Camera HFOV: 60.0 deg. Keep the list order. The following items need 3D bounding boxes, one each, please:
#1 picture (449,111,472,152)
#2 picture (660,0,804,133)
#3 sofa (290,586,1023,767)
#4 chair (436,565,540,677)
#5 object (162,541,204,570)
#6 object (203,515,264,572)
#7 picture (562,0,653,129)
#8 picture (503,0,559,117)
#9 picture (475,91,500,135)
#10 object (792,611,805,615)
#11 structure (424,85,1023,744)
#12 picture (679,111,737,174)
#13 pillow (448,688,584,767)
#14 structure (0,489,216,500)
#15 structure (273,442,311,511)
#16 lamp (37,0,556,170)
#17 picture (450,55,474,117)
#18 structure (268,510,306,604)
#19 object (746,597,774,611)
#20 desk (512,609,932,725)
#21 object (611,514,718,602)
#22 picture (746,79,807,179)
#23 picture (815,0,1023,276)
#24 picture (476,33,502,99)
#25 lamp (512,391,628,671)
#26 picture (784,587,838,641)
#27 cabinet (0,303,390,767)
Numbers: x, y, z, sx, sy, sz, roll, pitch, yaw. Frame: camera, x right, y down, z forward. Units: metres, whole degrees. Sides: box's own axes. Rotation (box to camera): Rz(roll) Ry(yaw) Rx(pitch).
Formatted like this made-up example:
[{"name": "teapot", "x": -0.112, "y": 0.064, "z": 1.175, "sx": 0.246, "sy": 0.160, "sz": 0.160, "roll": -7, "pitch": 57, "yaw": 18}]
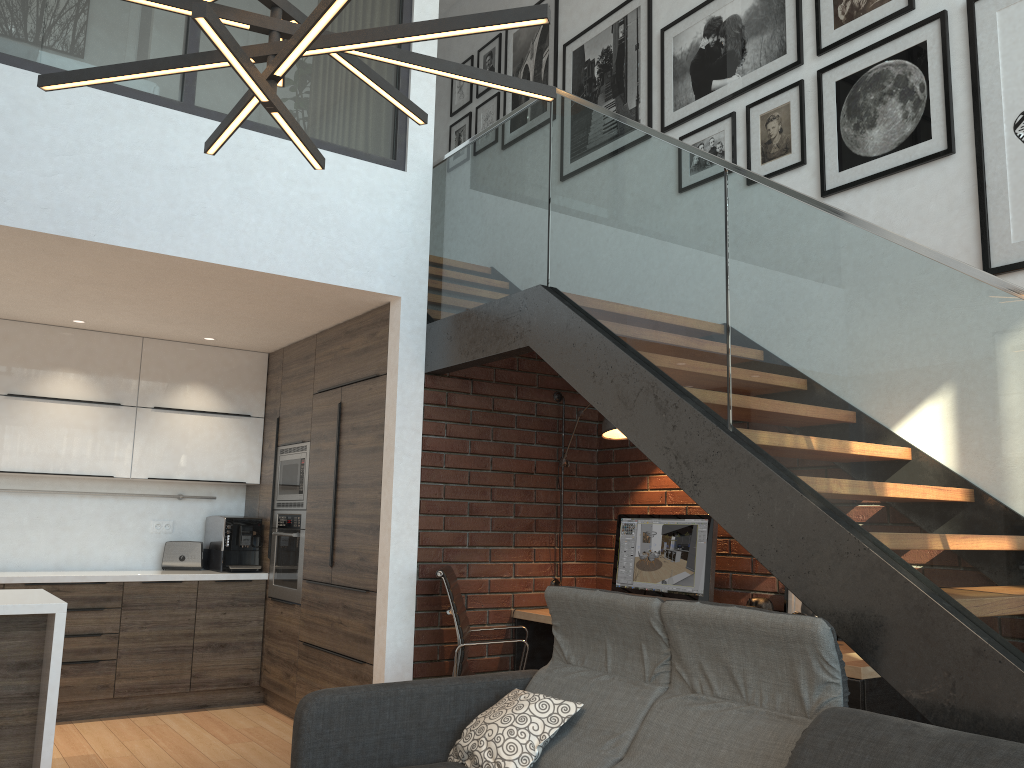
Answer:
[{"name": "picture", "x": -0.422, "y": -1.964, "z": 7.218, "sx": 0.025, "sy": 0.410, "sz": 0.333, "roll": 7, "pitch": -11, "yaw": -34}, {"name": "picture", "x": 1.161, "y": -1.841, "z": 4.821, "sx": 0.025, "sy": 0.654, "sz": 0.990, "roll": 7, "pitch": -11, "yaw": -34}, {"name": "sofa", "x": 0.170, "y": 1.000, "z": 1.676, "sx": 2.108, "sy": 0.995, "sz": 3.169, "roll": 7, "pitch": -11, "yaw": -33}, {"name": "chair", "x": -0.071, "y": 1.421, "z": 4.399, "sx": 0.700, "sy": 0.991, "sz": 0.651, "roll": 1, "pitch": -9, "yaw": 0}, {"name": "object", "x": -2.266, "y": 1.183, "z": 6.120, "sx": 0.260, "sy": 0.195, "sz": 0.177, "roll": 4, "pitch": -9, "yaw": -14}, {"name": "object", "x": -1.934, "y": 1.109, "z": 6.176, "sx": 0.274, "sy": 0.378, "sz": 0.532, "roll": 7, "pitch": -11, "yaw": -34}, {"name": "picture", "x": 0.593, "y": -1.897, "z": 5.682, "sx": 0.025, "sy": 0.990, "sz": 0.871, "roll": 7, "pitch": -11, "yaw": -34}, {"name": "picture", "x": 0.131, "y": -2.274, "z": 6.445, "sx": 0.025, "sy": 0.990, "sz": 0.654, "roll": 7, "pitch": -11, "yaw": -34}, {"name": "picture", "x": -0.191, "y": -2.013, "z": 6.881, "sx": 0.025, "sy": 0.410, "sz": 0.333, "roll": 7, "pitch": -11, "yaw": -34}, {"name": "object", "x": 1.265, "y": 1.046, "z": 3.815, "sx": 0.149, "sy": 0.119, "sz": 0.166, "roll": 8, "pitch": -11, "yaw": -36}, {"name": "structure", "x": 0.819, "y": 0.353, "z": 3.917, "sx": 1.289, "sy": 3.460, "sz": 5.660, "roll": 7, "pitch": -11, "yaw": -34}, {"name": "picture", "x": 1.068, "y": -1.260, "z": 4.853, "sx": 0.025, "sy": 0.333, "sz": 0.410, "roll": 7, "pitch": -11, "yaw": -34}, {"name": "pillow", "x": 0.609, "y": 1.019, "z": 2.105, "sx": 0.386, "sy": 0.364, "sz": 2.734, "roll": 7, "pitch": -10, "yaw": -30}, {"name": "structure", "x": -3.375, "y": 0.662, "z": 5.557, "sx": 3.000, "sy": 0.045, "sz": 0.050, "roll": 7, "pitch": -11, "yaw": -34}, {"name": "structure", "x": -1.256, "y": 0.635, "z": 5.928, "sx": 0.459, "sy": 0.430, "sz": 0.595, "roll": 7, "pitch": -11, "yaw": -34}, {"name": "lamp", "x": -0.416, "y": -2.325, "z": 1.964, "sx": 1.200, "sy": 3.645, "sz": 0.831, "roll": 5, "pitch": -10, "yaw": -24}, {"name": "picture", "x": -0.411, "y": -2.446, "z": 7.294, "sx": 0.025, "sy": 0.410, "sz": 0.333, "roll": 7, "pitch": -11, "yaw": -34}, {"name": "structure", "x": -1.283, "y": 1.127, "z": 5.841, "sx": 0.495, "sy": 0.570, "sz": 0.595, "roll": 7, "pitch": -11, "yaw": -34}, {"name": "object", "x": 1.119, "y": 1.066, "z": 4.104, "sx": 0.149, "sy": 0.160, "sz": 0.252, "roll": 5, "pitch": -10, "yaw": -25}, {"name": "desk", "x": 0.843, "y": 1.520, "z": 4.104, "sx": 0.610, "sy": 0.750, "sz": 2.182, "roll": 7, "pitch": -11, "yaw": -34}, {"name": "object", "x": 0.695, "y": 0.936, "z": 4.545, "sx": 0.431, "sy": 0.535, "sz": 0.716, "roll": 7, "pitch": -11, "yaw": -33}, {"name": "picture", "x": 1.326, "y": -1.259, "z": 4.467, "sx": 0.022, "sy": 0.440, "sz": 0.358, "roll": 7, "pitch": -11, "yaw": -34}, {"name": "picture", "x": 1.972, "y": -1.265, "z": 3.499, "sx": 0.028, "sy": 1.678, "sz": 1.785, "roll": 7, "pitch": -11, "yaw": -34}, {"name": "picture", "x": -0.180, "y": -2.492, "z": 6.957, "sx": 0.025, "sy": 0.410, "sz": 0.333, "roll": 7, "pitch": -11, "yaw": -34}, {"name": "lamp", "x": 0.561, "y": 0.980, "z": 4.748, "sx": 1.054, "sy": 2.003, "sz": 0.462, "roll": -6, "pitch": -12, "yaw": 39}, {"name": "picture", "x": 1.345, "y": 0.969, "z": 3.991, "sx": 0.049, "sy": 0.329, "sz": 0.279, "roll": 7, "pitch": -11, "yaw": -34}, {"name": "cabinet", "x": -2.701, "y": 0.676, "z": 4.588, "sx": 3.495, "sy": 2.401, "sz": 2.401, "roll": 7, "pitch": -11, "yaw": -34}]
